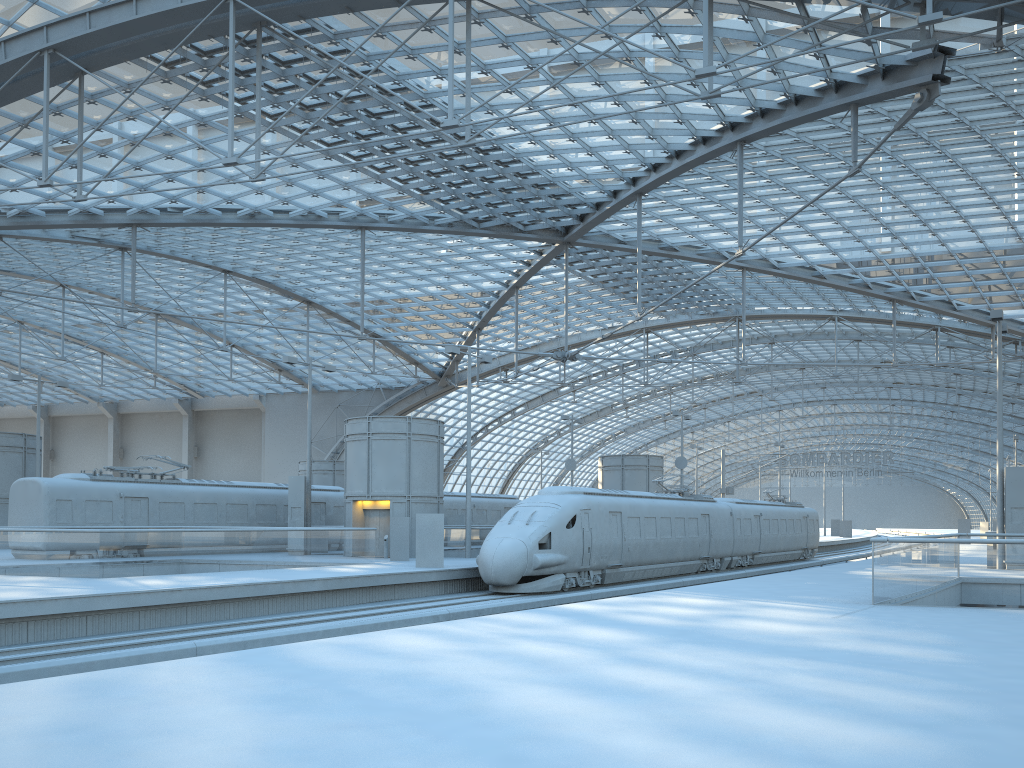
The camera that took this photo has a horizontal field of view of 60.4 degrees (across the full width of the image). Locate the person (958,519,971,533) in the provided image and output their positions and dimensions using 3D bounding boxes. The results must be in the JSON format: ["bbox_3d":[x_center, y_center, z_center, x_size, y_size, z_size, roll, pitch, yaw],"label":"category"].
[{"bbox_3d":[31.338,10.233,60.811,0.001,1.794,0.904,1,-3,-33],"label":"person"}]

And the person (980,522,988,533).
[{"bbox_3d":[34.890,10.976,64.907,0.001,1.607,0.811,1,-3,-14],"label":"person"}]

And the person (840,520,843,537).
[{"bbox_3d":[33.210,14.483,87.802,0.876,1.701,0.001,-1,-2,31],"label":"person"}]

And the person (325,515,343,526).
[{"bbox_3d":[-8.048,6.801,39.778,0.827,1.728,0.001,0,-1,6],"label":"person"}]

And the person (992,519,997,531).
[{"bbox_3d":[32.257,9.861,58.420,0.068,1.803,0.785,1,-3,-27],"label":"person"}]

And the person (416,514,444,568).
[{"bbox_3d":[-2.505,4.837,27.026,0.875,1.701,0.001,0,-1,6],"label":"person"}]

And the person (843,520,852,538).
[{"bbox_3d":[32.182,13.942,84.269,0.828,1.728,0.001,-1,-2,31],"label":"person"}]

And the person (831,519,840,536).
[{"bbox_3d":[33.893,15.126,92.325,0.901,1.795,0.001,-1,-2,26],"label":"person"}]

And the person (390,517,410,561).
[{"bbox_3d":[-3.983,5.543,31.317,0.710,1.608,0.001,0,-1,11],"label":"person"}]
